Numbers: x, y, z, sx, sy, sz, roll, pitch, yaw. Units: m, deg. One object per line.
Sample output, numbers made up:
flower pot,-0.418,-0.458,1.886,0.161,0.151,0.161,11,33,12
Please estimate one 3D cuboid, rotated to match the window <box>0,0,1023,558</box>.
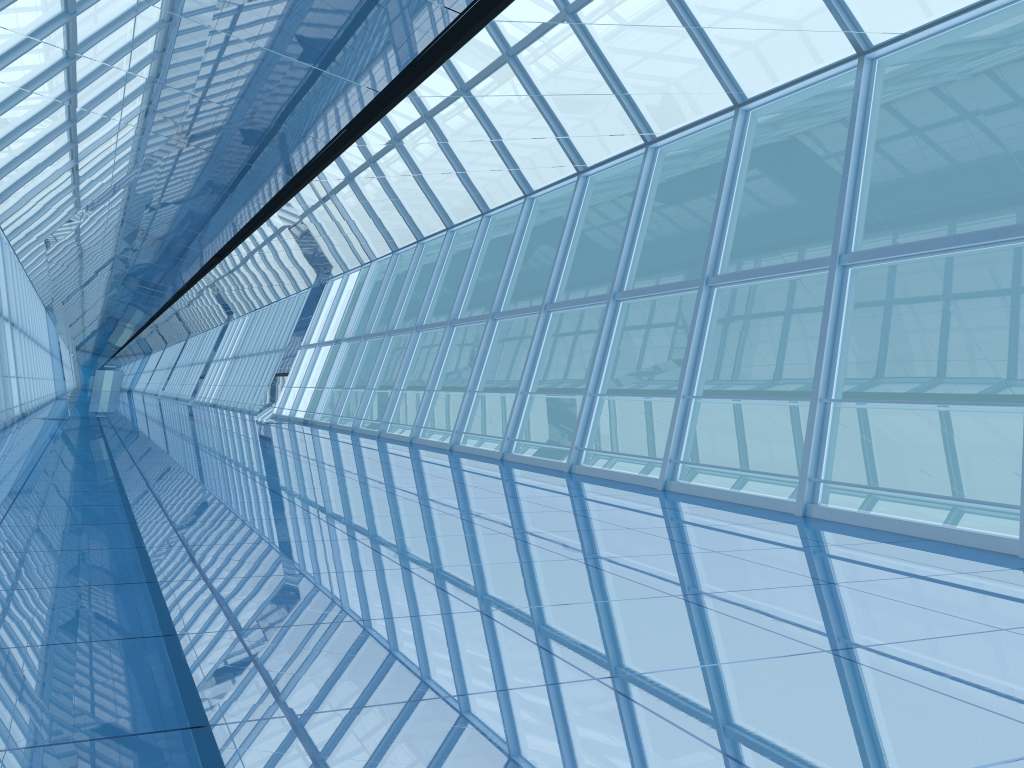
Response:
window,-20.928,-1.501,46.882,9.787,4.944,107.019,4,-2,-27
